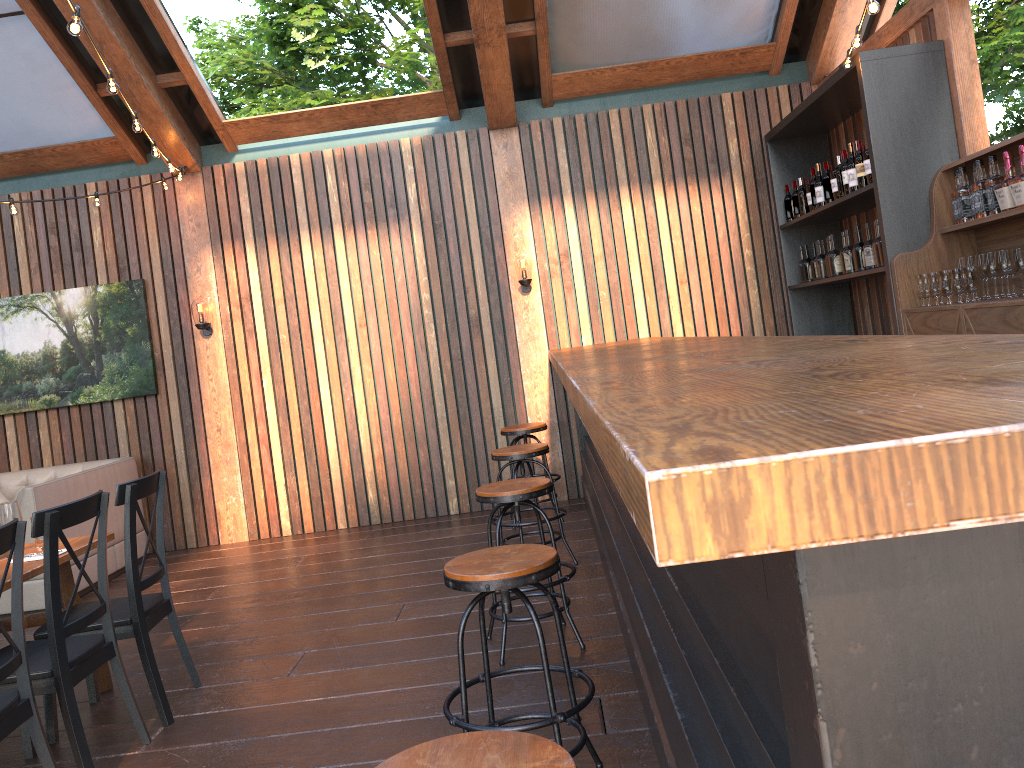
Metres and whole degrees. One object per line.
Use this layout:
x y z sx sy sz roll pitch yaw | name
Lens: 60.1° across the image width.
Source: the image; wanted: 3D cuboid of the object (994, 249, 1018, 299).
2.512 -0.560 4.500 0.092 0.245 0.092 -7 -1 -23 | object

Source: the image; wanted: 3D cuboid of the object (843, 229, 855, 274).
2.345 -0.917 6.139 0.094 0.309 0.094 -8 -1 -1 | object

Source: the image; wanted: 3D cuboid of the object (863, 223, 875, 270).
2.349 -0.902 5.799 0.094 0.309 0.094 -7 -1 -34 | object

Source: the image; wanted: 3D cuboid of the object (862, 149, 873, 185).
2.254 -1.390 5.493 0.136 0.316 0.136 -8 0 9 | object

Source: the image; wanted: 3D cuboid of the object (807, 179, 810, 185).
2.402 -1.488 7.106 0.137 0.316 0.135 -7 -1 -36 | object

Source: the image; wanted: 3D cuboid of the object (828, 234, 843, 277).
2.324 -0.926 6.373 0.095 0.309 0.094 -7 -1 -16 | object

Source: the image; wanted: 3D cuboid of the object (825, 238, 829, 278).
2.403 -0.950 6.660 0.094 0.309 0.094 -8 -1 -2 | object

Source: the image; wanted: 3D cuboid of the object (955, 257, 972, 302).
2.526 -0.583 4.931 0.092 0.245 0.092 -8 -1 22 | object

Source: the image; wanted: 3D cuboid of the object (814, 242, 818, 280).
2.415 -0.965 6.940 0.094 0.309 0.094 -8 -1 -1 | object

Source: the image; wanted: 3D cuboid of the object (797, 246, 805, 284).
2.379 -0.974 7.225 0.094 0.309 0.094 -8 -1 7 | object

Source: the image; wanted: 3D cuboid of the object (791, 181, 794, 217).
2.325 -1.493 7.219 0.088 0.335 0.087 -7 -1 -18 | object

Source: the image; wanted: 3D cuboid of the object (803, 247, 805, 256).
2.444 -0.987 7.320 0.094 0.309 0.094 -7 -1 -11 | object

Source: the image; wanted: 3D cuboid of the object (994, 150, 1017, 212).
2.562 -1.040 4.537 0.138 0.311 0.138 -8 0 6 | object

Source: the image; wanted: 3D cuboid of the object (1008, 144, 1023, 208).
2.553 -1.031 4.380 0.138 0.311 0.138 -8 0 2 | object

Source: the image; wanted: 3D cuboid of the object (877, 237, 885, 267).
2.314 -0.882 5.482 0.094 0.309 0.094 -8 -1 3 | object

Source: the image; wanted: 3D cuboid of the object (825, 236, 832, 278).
2.345 -0.934 6.478 0.094 0.309 0.094 -8 -1 3 | object

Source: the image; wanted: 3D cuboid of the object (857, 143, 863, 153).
2.252 -1.398 5.692 0.077 0.309 0.077 -7 -1 -20 | object

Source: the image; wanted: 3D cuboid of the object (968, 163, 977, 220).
2.590 -1.065 4.893 0.094 0.319 0.094 -8 -1 -3 | object

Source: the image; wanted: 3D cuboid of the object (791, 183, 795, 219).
2.295 -1.471 7.133 0.077 0.307 0.077 -8 -1 18 | object

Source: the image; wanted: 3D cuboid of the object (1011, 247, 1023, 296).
2.619 -0.576 4.538 0.092 0.245 0.092 -7 -1 -23 | object

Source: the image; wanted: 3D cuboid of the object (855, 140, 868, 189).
2.218 -1.390 5.610 0.078 0.312 0.078 -8 -1 -3 | object

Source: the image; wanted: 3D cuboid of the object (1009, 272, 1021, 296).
2.619 -0.581 4.640 0.092 0.245 0.092 -7 -1 -23 | object

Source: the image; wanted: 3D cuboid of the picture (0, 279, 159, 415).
-3.911 -0.299 7.600 1.649 0.999 0.065 -8 -1 2 | picture

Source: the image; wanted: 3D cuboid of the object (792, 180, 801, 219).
2.271 -1.466 7.045 0.077 0.309 0.077 -7 -1 -20 | object

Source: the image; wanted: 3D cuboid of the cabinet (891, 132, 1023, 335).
2.515 -0.186 4.089 0.494 2.095 2.276 -8 1 2 | cabinet

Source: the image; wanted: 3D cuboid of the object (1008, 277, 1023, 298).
2.492 -0.474 4.315 0.123 0.096 0.124 -7 1 13 | object

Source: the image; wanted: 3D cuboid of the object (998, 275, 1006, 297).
2.615 -0.585 4.738 0.092 0.245 0.092 -8 -1 22 | object

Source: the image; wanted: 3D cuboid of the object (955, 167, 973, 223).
2.563 -1.067 4.995 0.094 0.319 0.094 -8 -1 17 | object

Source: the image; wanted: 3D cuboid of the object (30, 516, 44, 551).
-2.154 0.681 4.068 0.091 0.158 0.092 -8 0 28 | object

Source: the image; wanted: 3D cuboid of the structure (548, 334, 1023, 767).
0.715 0.469 4.071 0.856 1.274 6.809 -8 3 2 | structure

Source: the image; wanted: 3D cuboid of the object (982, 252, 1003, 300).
2.506 -0.565 4.606 0.092 0.245 0.092 -7 -1 -23 | object

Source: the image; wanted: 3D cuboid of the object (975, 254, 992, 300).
2.520 -0.571 4.708 0.092 0.245 0.092 -7 -1 -23 | object

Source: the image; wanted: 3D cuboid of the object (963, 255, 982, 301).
2.515 -0.576 4.818 0.092 0.245 0.092 -8 -1 22 | object

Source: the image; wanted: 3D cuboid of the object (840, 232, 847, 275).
2.367 -0.926 6.259 0.094 0.309 0.094 -8 -1 2 | object

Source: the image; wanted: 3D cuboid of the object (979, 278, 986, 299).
2.624 -0.597 4.944 0.092 0.245 0.092 -7 -1 -23 | object

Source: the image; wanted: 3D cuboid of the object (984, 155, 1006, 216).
2.567 -1.052 4.687 0.094 0.319 0.094 -8 -1 12 | object

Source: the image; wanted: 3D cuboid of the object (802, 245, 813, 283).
2.385 -0.971 7.134 0.095 0.309 0.093 -7 -1 -33 | object

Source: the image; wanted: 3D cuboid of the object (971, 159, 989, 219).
2.553 -1.055 4.792 0.094 0.319 0.094 -8 -1 -3 | object

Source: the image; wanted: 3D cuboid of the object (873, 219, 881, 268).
2.330 -0.889 5.586 0.094 0.309 0.094 -8 -1 -2 | object

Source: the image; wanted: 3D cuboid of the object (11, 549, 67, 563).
-2.097 0.753 3.885 0.255 0.019 0.157 -8 3 2 | object

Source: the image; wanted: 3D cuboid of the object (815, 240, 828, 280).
2.365 -0.950 6.760 0.094 0.309 0.095 -8 -1 23 | object

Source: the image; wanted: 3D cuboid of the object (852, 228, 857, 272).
2.366 -0.915 6.023 0.094 0.309 0.094 -8 -1 29 | object

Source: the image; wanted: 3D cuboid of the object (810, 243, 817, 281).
2.419 -0.971 7.035 0.094 0.309 0.094 -8 -1 29 | object

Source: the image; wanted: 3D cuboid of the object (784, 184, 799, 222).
2.339 -1.496 7.330 0.171 0.325 0.081 -8 -1 -13 | object

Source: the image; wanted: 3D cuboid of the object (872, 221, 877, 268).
2.362 -0.898 5.689 0.094 0.309 0.095 -8 -1 23 | object

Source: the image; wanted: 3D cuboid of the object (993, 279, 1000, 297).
2.638 -0.593 4.842 0.092 0.245 0.092 -8 -1 22 | object

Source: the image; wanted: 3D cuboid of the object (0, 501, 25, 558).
-2.253 0.655 3.989 0.092 0.245 0.092 -8 -1 44 | object

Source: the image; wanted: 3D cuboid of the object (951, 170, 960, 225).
2.593 -1.076 5.098 0.094 0.319 0.094 -8 -1 2 | object

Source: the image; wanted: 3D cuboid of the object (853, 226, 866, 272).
2.327 -0.904 5.908 0.095 0.309 0.093 -7 -1 -33 | object

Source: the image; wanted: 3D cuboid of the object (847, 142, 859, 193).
2.237 -1.412 5.788 0.088 0.335 0.087 -7 -1 -18 | object

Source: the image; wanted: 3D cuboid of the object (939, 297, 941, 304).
2.447 -0.549 5.066 0.070 0.186 0.070 -8 -1 6 | object

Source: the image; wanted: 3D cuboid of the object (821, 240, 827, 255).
2.427 -0.963 6.851 0.094 0.309 0.094 -7 -1 -34 | object
